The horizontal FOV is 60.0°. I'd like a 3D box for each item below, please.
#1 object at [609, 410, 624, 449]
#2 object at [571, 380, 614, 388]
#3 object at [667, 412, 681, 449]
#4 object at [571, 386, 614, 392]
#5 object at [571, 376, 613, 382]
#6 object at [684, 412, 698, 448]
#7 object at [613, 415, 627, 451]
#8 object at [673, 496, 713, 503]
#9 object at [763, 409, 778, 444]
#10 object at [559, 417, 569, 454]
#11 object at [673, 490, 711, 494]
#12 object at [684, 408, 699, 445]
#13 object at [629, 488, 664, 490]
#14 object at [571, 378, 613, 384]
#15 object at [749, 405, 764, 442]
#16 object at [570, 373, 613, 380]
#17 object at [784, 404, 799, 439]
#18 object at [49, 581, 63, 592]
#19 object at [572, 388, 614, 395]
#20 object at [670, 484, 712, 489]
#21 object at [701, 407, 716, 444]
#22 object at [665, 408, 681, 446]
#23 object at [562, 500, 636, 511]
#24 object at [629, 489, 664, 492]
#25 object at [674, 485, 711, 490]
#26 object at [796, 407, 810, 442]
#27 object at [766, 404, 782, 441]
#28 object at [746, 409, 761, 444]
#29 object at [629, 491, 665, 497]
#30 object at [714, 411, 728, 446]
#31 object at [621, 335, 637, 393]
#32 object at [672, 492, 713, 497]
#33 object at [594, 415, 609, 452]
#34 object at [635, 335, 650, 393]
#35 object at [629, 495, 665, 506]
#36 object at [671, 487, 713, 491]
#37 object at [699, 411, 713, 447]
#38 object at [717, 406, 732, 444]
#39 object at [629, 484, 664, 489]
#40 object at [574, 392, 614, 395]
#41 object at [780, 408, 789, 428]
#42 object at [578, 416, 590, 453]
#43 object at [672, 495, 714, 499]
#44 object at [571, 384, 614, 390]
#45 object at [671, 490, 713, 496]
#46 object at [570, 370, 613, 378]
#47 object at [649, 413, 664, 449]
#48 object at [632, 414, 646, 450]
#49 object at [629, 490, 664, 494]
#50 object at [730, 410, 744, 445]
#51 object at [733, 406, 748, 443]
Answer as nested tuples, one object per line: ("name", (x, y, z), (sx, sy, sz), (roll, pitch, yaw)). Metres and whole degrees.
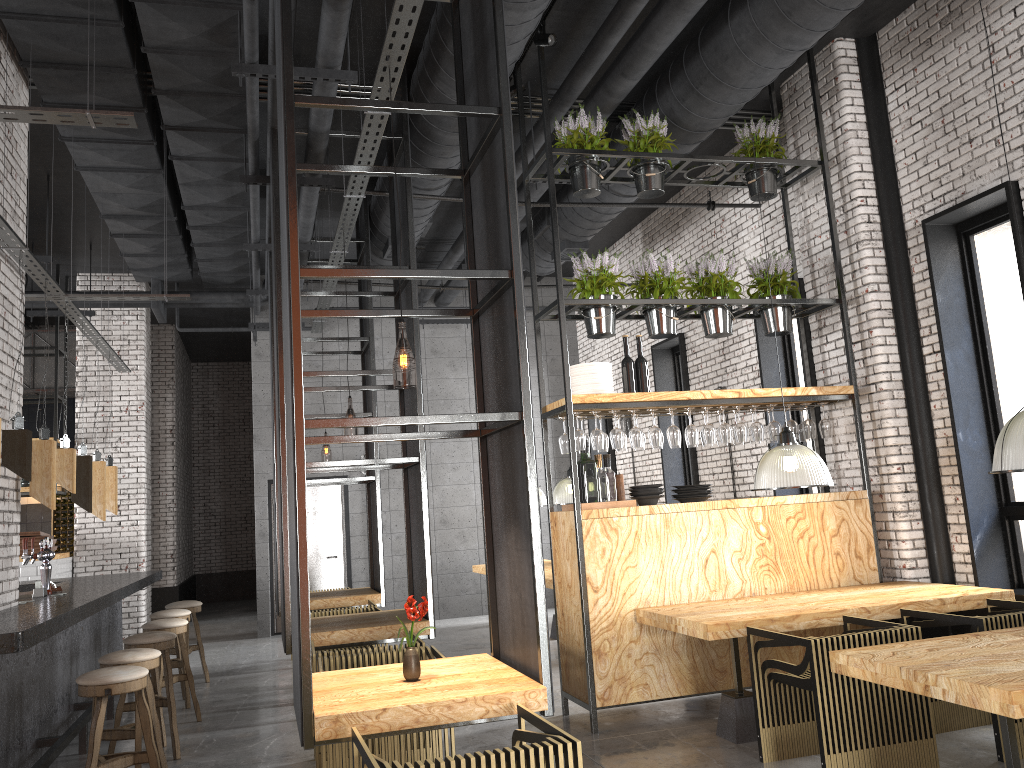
("object", (0.740, 0.326, 6.300), (0.101, 0.268, 0.100), (-7, -10, 20))
("object", (0.576, 0.018, 6.471), (0.334, 0.039, 0.334), (-11, -10, 40))
("object", (1.230, 0.353, 6.734), (0.101, 0.268, 0.100), (-7, -10, 20))
("object", (0.579, 0.057, 6.464), (0.334, 0.037, 0.334), (-11, -10, 40))
("object", (0.573, -0.016, 6.476), (0.335, 0.039, 0.333), (-3, -8, -8))
("object", (1.364, 0.349, 6.772), (0.101, 0.268, 0.100), (-7, -10, 20))
("object", (0.805, 0.365, 6.612), (0.101, 0.268, 0.100), (-7, -10, 20))
("object", (1.328, 0.850, 6.512), (0.305, 0.035, 0.305), (-7, -9, 21))
("object", (2.030, 0.330, 6.963), (0.101, 0.268, 0.100), (-6, -9, 15))
("object", (0.389, 0.377, 6.493), (0.101, 0.268, 0.100), (-7, -10, 20))
("object", (1.325, 0.801, 6.519), (0.305, 0.042, 0.305), (-9, -9, 31))
("object", (1.307, 0.310, 6.462), (0.101, 0.268, 0.100), (-7, -10, 20))
("object", (0.980, 0.795, 6.444), (0.257, 0.072, 0.256), (-2, -8, -16))
("object", (0.575, -0.001, 6.473), (0.334, 0.041, 0.333), (-5, -8, 6))
("object", (1.823, 0.295, 6.610), (0.101, 0.268, 0.100), (-7, -10, 20))
("object", (0.572, -0.036, 6.479), (0.334, 0.043, 0.334), (1, -10, -32))
("object", (2.106, 0.287, 6.691), (0.101, 0.268, 0.100), (-6, -9, 15))
("object", (-3.522, 1.547, 6.806), (0.091, 0.091, 0.177), (3, -11, -41))
("object", (0.580, 0.076, 6.463), (0.334, 0.046, 0.333), (2, -10, -35))
("object", (1.322, 0.761, 6.528), (0.306, 0.040, 0.305), (1, -10, -33))
("object", (1.441, 0.306, 6.501), (0.101, 0.268, 0.100), (-7, -10, 20))
("object", (1.165, 0.314, 6.422), (0.101, 0.268, 0.100), (-7, -10, 20))
("object", (0.621, 0.877, 6.382), (0.411, 0.050, 0.410), (-1, -8, -17))
("object", (0.981, 0.799, 6.443), (0.257, 0.072, 0.256), (4, -11, -44))
("object", (1.322, 0.776, 6.525), (0.305, 0.049, 0.305), (-5, -8, 9))
("object", (2.313, 0.322, 7.044), (0.101, 0.268, 0.100), (-6, -9, 15))
("object", (1.965, 0.291, 6.651), (0.101, 0.268, 0.100), (-6, -9, 15))
("object", (1.888, 0.334, 6.922), (0.101, 0.268, 0.100), (-6, -9, 15))
("object", (0.981, 0.824, 6.439), (0.257, 0.076, 0.256), (-2, -8, -16))
("object", (1.614, 0.342, 6.844), (0.101, 0.268, 0.100), (-7, -10, 20))
("object", (0.861, -0.128, 6.577), (0.098, 0.472, 0.098), (3, -12, -38))
("object", (1.326, 0.825, 6.515), (0.306, 0.044, 0.304), (-2, -8, -15))
("object", (0.663, 0.369, 6.571), (0.101, 0.268, 0.100), (-7, -10, 20))
("object", (0.964, -0.131, 6.607), (0.098, 0.472, 0.098), (3, -12, -38))
("object", (0.983, 0.847, 6.435), (0.257, 0.068, 0.256), (-3, -8, -8))
("object", (1.324, 0.787, 6.522), (0.306, 0.037, 0.305), (-2, -8, -15))
("object", (1.490, 0.346, 6.808), (0.101, 0.268, 0.100), (-7, -10, 20))
("object", (1.567, 0.302, 6.537), (0.101, 0.268, 0.100), (-7, -10, 20))
("object", (0.979, 0.769, 6.448), (0.257, 0.076, 0.256), (-7, -9, 21))
("object", (0.582, 0.096, 6.458), (0.334, 0.033, 0.334), (-7, -9, 22))
("object", (2.171, 0.326, 7.003), (0.101, 0.268, 0.100), (-6, -9, 15))
("object", (0.522, 0.373, 6.531), (0.101, 0.268, 0.100), (-7, -10, 20))
("object", (1.327, 0.839, 6.513), (0.306, 0.041, 0.305), (-4, -8, 1))
("object", (0.577, 0.037, 6.467), (0.334, 0.040, 0.334), (-10, -10, 37))
("object", (1.324, 0.816, 6.517), (0.305, 0.046, 0.305), (-9, -9, 31))
("object", (0.571, -0.055, 6.483), (0.334, 0.041, 0.334), (-11, -11, 43))
("object", (1.088, 0.357, 6.693), (0.101, 0.268, 0.100), (-7, -10, 20))
("object", (0.947, 0.361, 6.653), (0.101, 0.268, 0.100), (-7, -10, 20))
("object", (0.981, 0.817, 6.441), (0.257, 0.076, 0.256), (-5, -8, 9))
("object", (1.746, 0.338, 6.882), (0.101, 0.268, 0.100), (-7, -10, 20))
("object", (1.690, 0.299, 6.572), (0.101, 0.268, 0.100), (-7, -10, 20))
